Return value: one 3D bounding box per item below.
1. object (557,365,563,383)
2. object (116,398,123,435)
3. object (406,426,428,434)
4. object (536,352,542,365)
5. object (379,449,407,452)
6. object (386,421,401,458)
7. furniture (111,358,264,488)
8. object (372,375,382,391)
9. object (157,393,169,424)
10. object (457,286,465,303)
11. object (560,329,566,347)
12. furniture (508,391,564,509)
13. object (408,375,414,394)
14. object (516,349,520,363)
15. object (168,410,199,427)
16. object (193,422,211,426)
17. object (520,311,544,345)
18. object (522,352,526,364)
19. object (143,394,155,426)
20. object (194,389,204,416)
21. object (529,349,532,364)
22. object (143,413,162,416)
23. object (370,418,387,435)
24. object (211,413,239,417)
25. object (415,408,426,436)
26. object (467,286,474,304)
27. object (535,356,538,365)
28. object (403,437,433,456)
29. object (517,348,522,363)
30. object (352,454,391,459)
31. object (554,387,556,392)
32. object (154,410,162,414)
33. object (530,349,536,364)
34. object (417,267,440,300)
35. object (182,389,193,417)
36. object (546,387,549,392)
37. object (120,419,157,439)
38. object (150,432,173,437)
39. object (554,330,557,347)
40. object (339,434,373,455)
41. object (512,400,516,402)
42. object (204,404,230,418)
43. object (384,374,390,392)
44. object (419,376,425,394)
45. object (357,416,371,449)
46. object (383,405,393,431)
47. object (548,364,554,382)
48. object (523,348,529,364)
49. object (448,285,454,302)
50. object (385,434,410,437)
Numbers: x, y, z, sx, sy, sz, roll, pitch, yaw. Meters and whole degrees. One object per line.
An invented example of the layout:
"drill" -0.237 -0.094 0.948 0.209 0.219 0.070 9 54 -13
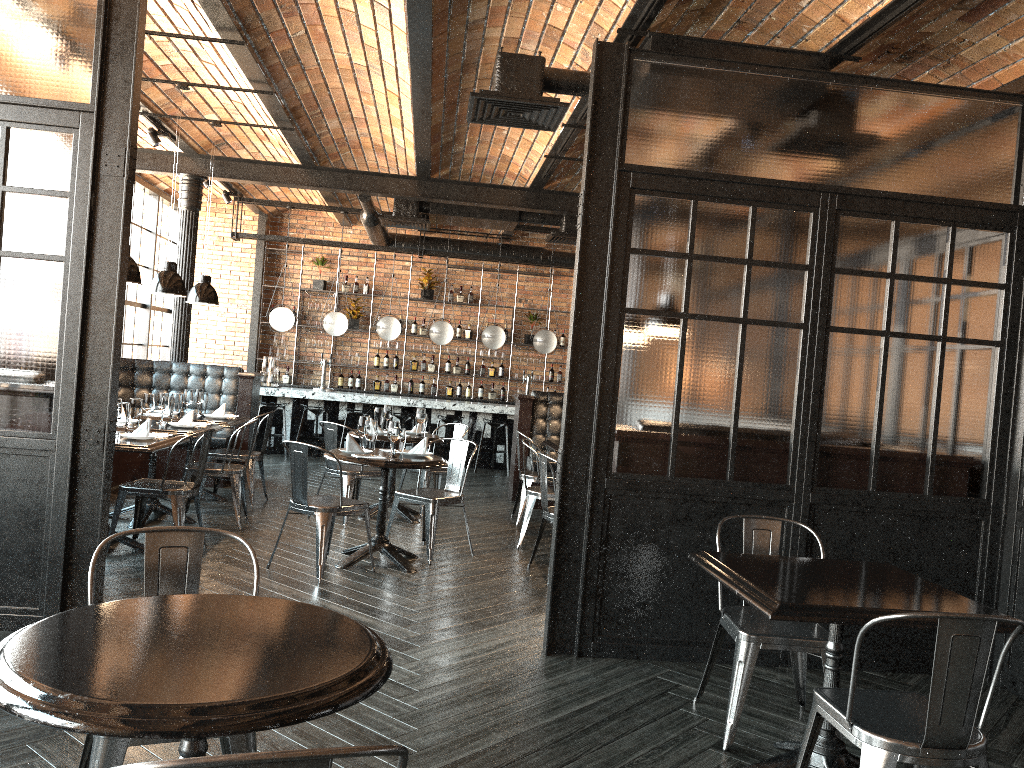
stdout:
"object" 0.777 -0.161 14.396 0.083 0.282 0.083 5 1 5
"object" -2.693 0.221 6.014 0.092 0.244 0.092 5 1 34
"object" -0.881 0.393 8.142 0.232 0.139 0.232 4 1 -36
"object" 0.435 -0.430 14.265 0.092 0.244 0.092 5 1 34
"object" -0.845 0.480 6.427 0.255 0.019 0.157 4 1 -45
"object" -0.807 0.376 6.037 0.092 0.244 0.092 5 1 -9
"furniture" -3.487 0.416 6.926 1.979 1.212 5.451 5 1 -5
"object" -2.149 -0.014 14.123 0.151 0.248 0.094 4 1 -17
"object" -2.796 0.194 7.100 0.092 0.244 0.092 4 1 -45
"object" -0.821 -1.435 14.215 0.123 0.279 0.123 5 1 -2
"object" 0.828 -0.738 14.414 0.086 0.298 0.086 4 1 -42
"furniture" 1.209 0.795 7.375 1.979 1.212 5.451 5 1 -5
"object" -1.612 0.003 14.150 0.086 0.297 0.086 5 1 28
"object" 0.109 -0.459 14.400 0.092 0.244 0.092 5 1 34
"object" -2.596 0.271 7.019 0.232 0.139 0.232 5 1 -9
"object" -2.614 0.320 7.277 0.255 0.019 0.157 5 1 -5
"object" 0.331 -0.906 14.301 0.374 0.560 0.398 4 1 -33
"object" 0.218 -0.450 14.410 0.092 0.244 0.092 5 1 34
"object" -2.804 0.198 6.837 0.092 0.244 0.092 5 1 34
"object" -2.900 0.167 8.207 0.092 0.244 0.092 4 1 -45
"object" 0.316 -0.442 14.420 0.092 0.244 0.092 5 1 34
"object" -3.125 0.268 7.868 0.255 0.019 0.157 5 1 -5
"object" -1.184 0.374 7.814 0.232 0.139 0.232 5 1 39
"object" -2.719 0.293 8.384 0.255 0.019 0.157 5 1 -5
"object" -0.822 0.343 7.954 0.092 0.244 0.092 5 1 -6
"object" -0.664 -1.425 14.229 0.083 0.282 0.083 4 1 -20
"object" 0.419 -0.434 14.429 0.092 0.244 0.092 5 1 34
"object" -0.674 0.441 6.302 0.232 0.139 0.232 5 1 39
"object" 0.124 -0.455 14.235 0.092 0.244 0.092 5 1 34
"object" -0.935 0.481 5.929 0.255 0.019 0.157 4 1 -25
"object" 0.696 0.190 14.411 0.086 0.298 0.086 6 1 43
"object" -3.143 0.208 8.089 0.232 0.139 0.232 5 1 -11
"object" 0.332 -0.438 14.255 0.092 0.244 0.092 5 1 34
"object" -1.356 -1.603 14.196 0.425 0.526 0.430 5 1 -3
"object" -2.908 0.171 7.944 0.092 0.244 0.092 4 1 -45
"object" 0.572 0.187 14.385 0.083 0.282 0.083 4 1 -20
"object" -2.494 0.298 5.932 0.232 0.139 0.232 5 1 -9
"object" -2.512 0.347 6.190 0.255 0.019 0.157 5 1 -5
"object" 0.691 -0.740 14.374 0.083 0.282 0.083 5 1 10
"object" -1.070 0.412 6.098 0.232 0.139 0.232 5 1 -9
"object" 0.227 0.293 14.300 0.437 0.019 0.273 5 1 -5
"object" -2.701 0.244 8.126 0.232 0.139 0.232 5 1 -9
"object" -1.994 -0.020 14.138 0.083 0.282 0.083 5 1 -5
"object" -1.435 0.017 14.199 0.086 0.298 0.086 6 1 43
"object" -1.053 0.351 6.292 0.092 0.244 0.092 4 1 -42
"object" -1.139 0.314 8.109 0.092 0.244 0.092 5 1 -6
"object" 0.643 -0.180 14.386 0.086 0.299 0.086 6 1 43
"object" 0.233 -0.446 14.246 0.092 0.244 0.092 5 1 34
"object" -0.975 -1.450 14.199 0.083 0.282 0.083 5 1 -5
"object" -0.989 0.446 7.756 0.157 0.019 0.255 5 1 25
